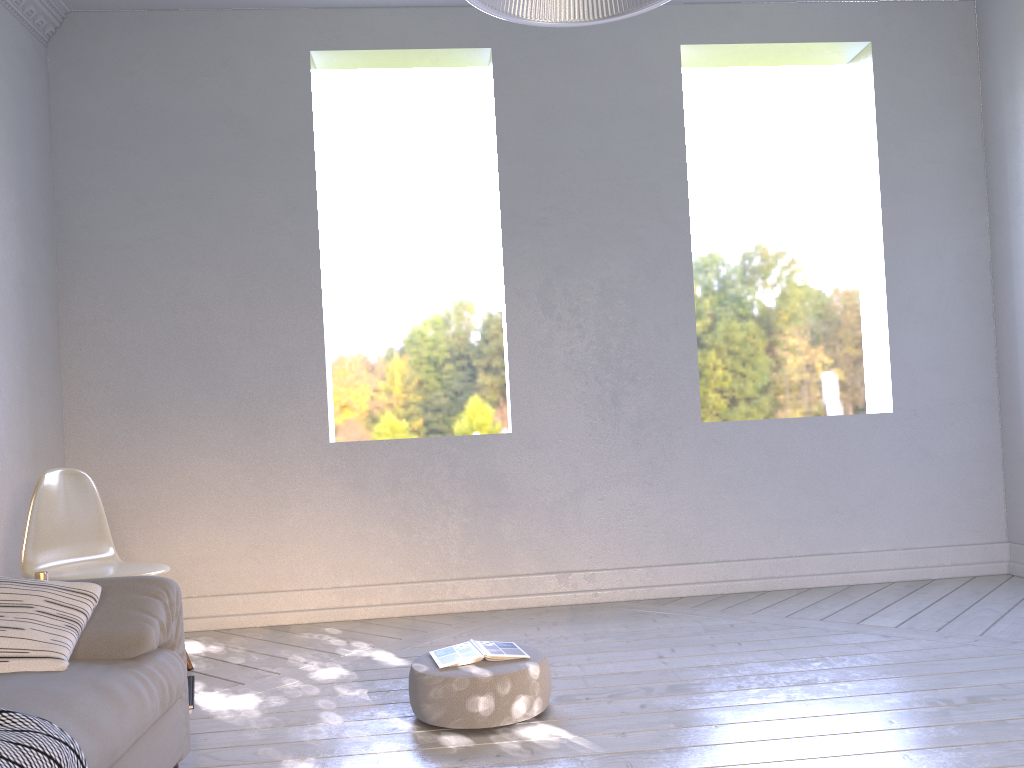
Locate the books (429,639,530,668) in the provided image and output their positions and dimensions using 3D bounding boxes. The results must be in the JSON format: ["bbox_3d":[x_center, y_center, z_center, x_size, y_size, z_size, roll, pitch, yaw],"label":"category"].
[{"bbox_3d":[-0.090,0.710,2.359,0.239,0.024,0.175,-2,-3,-14],"label":"books"}]

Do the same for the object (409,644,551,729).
[{"bbox_3d":[-0.085,0.790,2.351,0.377,0.135,0.376,-2,-3,-17],"label":"object"}]

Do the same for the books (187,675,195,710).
[{"bbox_3d":[-0.977,0.835,2.355,0.251,0.012,0.312,-2,-3,-20],"label":"books"}]

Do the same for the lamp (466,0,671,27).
[{"bbox_3d":[0.078,-0.853,1.197,0.355,0.582,0.356,-4,-1,23],"label":"lamp"}]

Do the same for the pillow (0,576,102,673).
[{"bbox_3d":[-1.003,0.483,1.743,0.313,0.220,0.213,-3,-2,-6],"label":"pillow"}]

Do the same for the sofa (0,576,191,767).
[{"bbox_3d":[-1.026,0.519,1.091,0.766,0.681,1.866,-3,-3,-5],"label":"sofa"}]

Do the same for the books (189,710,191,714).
[{"bbox_3d":[-0.985,0.849,2.358,0.233,0.014,0.308,-2,-3,-23],"label":"books"}]

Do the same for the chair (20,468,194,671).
[{"bbox_3d":[-1.336,0.622,2.920,0.415,0.705,0.367,-4,-1,24],"label":"chair"}]

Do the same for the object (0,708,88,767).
[{"bbox_3d":[-0.494,0.648,1.102,1.498,0.394,0.496,-5,-3,25],"label":"object"}]

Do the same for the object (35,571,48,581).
[{"bbox_3d":[-1.414,0.758,2.679,0.095,0.377,0.095,-4,-1,31],"label":"object"}]
